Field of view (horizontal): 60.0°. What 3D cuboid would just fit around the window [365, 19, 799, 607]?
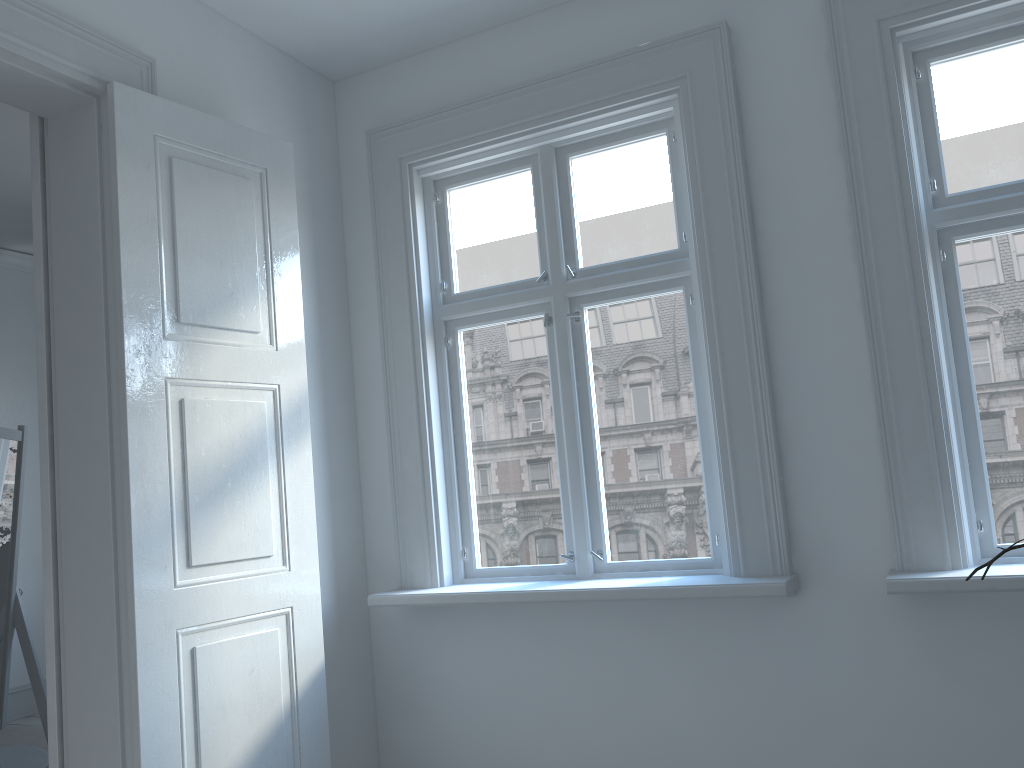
[{"bbox_3d":[0.142,-0.175,3.109,1.457,1.842,0.375,-8,-7,26],"label":"window"}]

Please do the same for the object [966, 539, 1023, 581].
[{"bbox_3d":[0.712,0.067,0.718,0.525,1.064,0.847,-5,-6,-3],"label":"object"}]

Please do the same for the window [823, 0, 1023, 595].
[{"bbox_3d":[26.210,-3.860,5.738,51.336,14.992,27.783,-8,-7,26],"label":"window"}]

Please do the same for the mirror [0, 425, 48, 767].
[{"bbox_3d":[-1.868,0.872,3.151,0.417,1.486,0.612,-4,-6,-9],"label":"mirror"}]

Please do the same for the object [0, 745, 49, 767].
[{"bbox_3d":[-1.727,1.347,3.070,0.241,0.158,0.207,-9,-8,33],"label":"object"}]

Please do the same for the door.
[{"bbox_3d":[-1.504,0.188,1.954,0.578,2.500,2.601,-8,-7,26],"label":"door"}]
